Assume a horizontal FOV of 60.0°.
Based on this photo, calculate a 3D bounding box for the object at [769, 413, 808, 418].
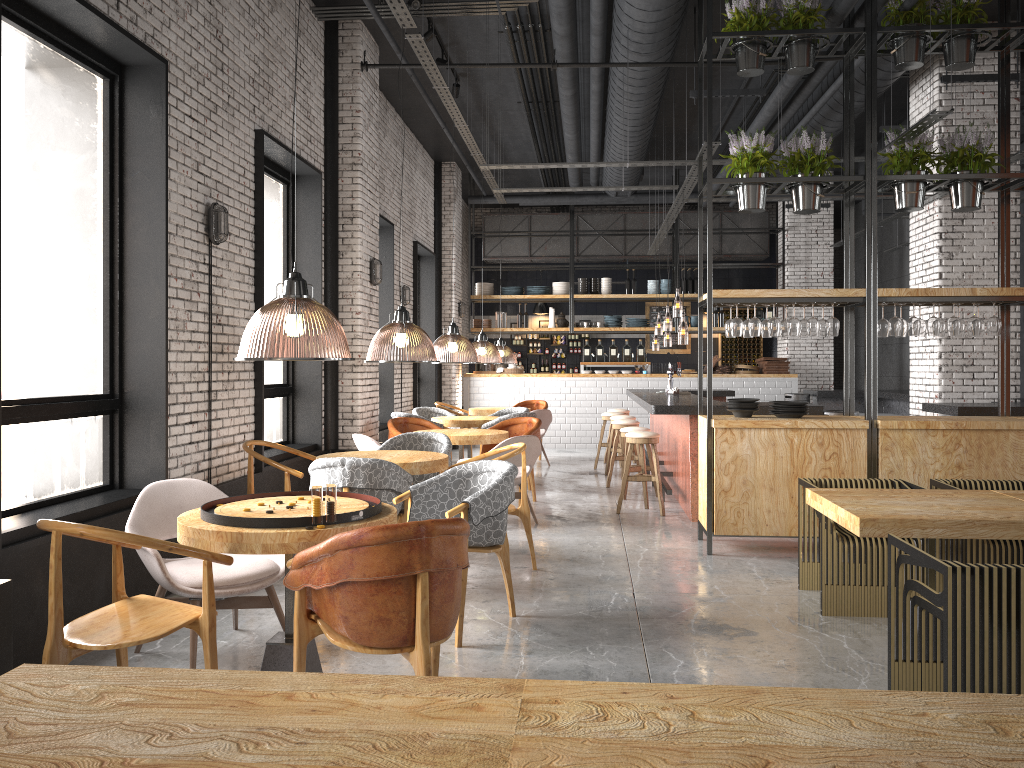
[{"bbox_3d":[2.185,0.249,6.994,0.306,0.035,0.306,1,2,43],"label":"object"}]

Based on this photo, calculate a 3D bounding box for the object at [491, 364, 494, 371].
[{"bbox_3d":[-0.350,-0.309,16.066,0.056,0.249,0.056,0,0,-33],"label":"object"}]

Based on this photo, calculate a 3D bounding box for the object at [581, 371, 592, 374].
[{"bbox_3d":[1.327,-0.208,15.760,0.216,0.056,0.324,0,1,5],"label":"object"}]

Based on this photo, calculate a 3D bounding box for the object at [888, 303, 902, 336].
[{"bbox_3d":[2.941,-0.502,6.806,0.101,0.267,0.101,0,0,19],"label":"object"}]

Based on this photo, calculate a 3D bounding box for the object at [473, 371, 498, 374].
[{"bbox_3d":[-0.477,-0.209,16.190,0.411,0.050,0.411,0,1,4],"label":"object"}]

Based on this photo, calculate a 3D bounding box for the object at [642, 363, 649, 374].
[{"bbox_3d":[2.347,-0.271,15.623,0.128,0.189,0.123,0,0,14],"label":"object"}]

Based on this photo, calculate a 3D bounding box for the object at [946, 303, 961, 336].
[{"bbox_3d":[3.372,-0.501,6.768,0.101,0.267,0.101,0,0,19],"label":"object"}]

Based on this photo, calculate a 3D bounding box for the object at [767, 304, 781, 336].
[{"bbox_3d":[2.036,-0.504,6.885,0.101,0.267,0.101,0,0,-32],"label":"object"}]

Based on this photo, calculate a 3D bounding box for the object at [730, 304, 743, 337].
[{"bbox_3d":[1.751,-0.504,6.910,0.101,0.267,0.101,0,0,-32],"label":"object"}]

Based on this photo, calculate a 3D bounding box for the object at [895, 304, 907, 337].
[{"bbox_3d":[3.104,-0.508,7.079,0.101,0.267,0.101,0,0,19],"label":"object"}]

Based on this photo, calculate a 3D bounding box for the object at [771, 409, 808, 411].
[{"bbox_3d":[2.183,0.215,6.994,0.306,0.046,0.305,-1,1,-37],"label":"object"}]

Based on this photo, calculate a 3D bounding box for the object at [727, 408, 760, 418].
[{"bbox_3d":[1.835,0.232,7.043,0.257,0.067,0.257,0,1,-3],"label":"object"}]

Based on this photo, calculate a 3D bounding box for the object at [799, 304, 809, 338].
[{"bbox_3d":[2.355,-0.509,7.145,0.101,0.267,0.101,0,0,-32],"label":"object"}]

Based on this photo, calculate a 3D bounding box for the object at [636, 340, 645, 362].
[{"bbox_3d":[2.323,-0.598,16.000,0.154,0.404,0.154,0,0,5],"label":"object"}]

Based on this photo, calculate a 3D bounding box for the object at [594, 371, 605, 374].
[{"bbox_3d":[1.559,-0.209,15.728,0.216,0.059,0.324,0,1,5],"label":"object"}]

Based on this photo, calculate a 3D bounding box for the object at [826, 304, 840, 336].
[{"bbox_3d":[2.476,-0.503,6.847,0.101,0.267,0.101,0,0,36],"label":"object"}]

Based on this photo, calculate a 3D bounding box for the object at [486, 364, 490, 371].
[{"bbox_3d":[-0.431,-0.383,16.083,0.070,0.368,0.107,0,0,4],"label":"object"}]

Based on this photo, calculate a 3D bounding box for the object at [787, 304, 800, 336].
[{"bbox_3d":[2.183,-0.504,6.872,0.101,0.267,0.101,0,0,-32],"label":"object"}]

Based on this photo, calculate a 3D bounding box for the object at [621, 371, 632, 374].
[{"bbox_3d":[2.029,-0.209,15.692,0.216,0.060,0.324,0,1,5],"label":"object"}]

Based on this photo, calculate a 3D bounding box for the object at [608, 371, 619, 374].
[{"bbox_3d":[1.799,-0.207,15.728,0.216,0.056,0.324,0,1,5],"label":"object"}]

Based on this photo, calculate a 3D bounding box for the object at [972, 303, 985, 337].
[{"bbox_3d":[3.691,-0.507,7.027,0.101,0.267,0.101,0,0,19],"label":"object"}]

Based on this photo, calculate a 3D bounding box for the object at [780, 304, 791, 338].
[{"bbox_3d":[2.208,-0.509,7.158,0.101,0.267,0.101,0,0,-32],"label":"object"}]

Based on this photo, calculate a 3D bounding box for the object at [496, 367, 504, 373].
[{"bbox_3d":[-0.139,-0.247,15.964,0.187,0.111,0.283,1,1,42],"label":"object"}]

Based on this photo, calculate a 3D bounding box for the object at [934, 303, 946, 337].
[{"bbox_3d":[3.397,-0.507,7.053,0.101,0.267,0.101,0,0,19],"label":"object"}]

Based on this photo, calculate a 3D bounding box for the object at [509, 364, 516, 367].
[{"bbox_3d":[0.006,-0.298,16.124,0.129,0.204,0.129,0,0,41],"label":"object"}]

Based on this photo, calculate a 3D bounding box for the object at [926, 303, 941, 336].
[{"bbox_3d":[3.225,-0.502,6.781,0.101,0.267,0.101,0,0,19],"label":"object"}]

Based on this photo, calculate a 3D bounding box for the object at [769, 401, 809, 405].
[{"bbox_3d":[2.185,0.159,6.995,0.306,0.039,0.306,0,1,-12],"label":"object"}]

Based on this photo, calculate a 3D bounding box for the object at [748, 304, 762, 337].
[{"bbox_3d":[1.889,-0.504,6.898,0.101,0.267,0.101,0,0,-32],"label":"object"}]

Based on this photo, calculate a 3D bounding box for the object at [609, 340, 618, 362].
[{"bbox_3d":[1.833,-0.599,16.043,0.154,0.404,0.154,0,0,5],"label":"object"}]

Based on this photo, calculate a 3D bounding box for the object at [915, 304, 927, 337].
[{"bbox_3d":[3.251,-0.507,7.066,0.101,0.267,0.101,0,0,19],"label":"object"}]

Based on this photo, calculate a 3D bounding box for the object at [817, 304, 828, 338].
[{"bbox_3d":[2.501,-0.509,7.132,0.101,0.267,0.101,0,0,36],"label":"object"}]

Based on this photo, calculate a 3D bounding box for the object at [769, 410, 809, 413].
[{"bbox_3d":[2.184,0.223,6.993,0.306,0.044,0.306,0,1,6],"label":"object"}]

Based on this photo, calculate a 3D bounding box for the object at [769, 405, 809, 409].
[{"bbox_3d":[2.185,0.185,6.994,0.306,0.037,0.306,0,1,6],"label":"object"}]

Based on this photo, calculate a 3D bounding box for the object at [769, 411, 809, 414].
[{"bbox_3d":[2.184,0.238,6.993,0.306,0.041,0.306,0,1,22],"label":"object"}]

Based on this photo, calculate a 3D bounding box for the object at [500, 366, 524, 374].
[{"bbox_3d":[-0.007,-0.246,16.002,0.436,0.157,0.420,0,1,-22],"label":"object"}]

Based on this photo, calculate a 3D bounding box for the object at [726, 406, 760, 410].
[{"bbox_3d":[1.835,0.209,7.044,0.257,0.075,0.257,0,1,5],"label":"object"}]

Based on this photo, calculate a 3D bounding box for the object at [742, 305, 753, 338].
[{"bbox_3d":[1.914,-0.510,7.183,0.101,0.267,0.101,0,0,-32],"label":"object"}]

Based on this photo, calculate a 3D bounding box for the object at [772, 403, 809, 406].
[{"bbox_3d":[2.184,0.174,6.995,0.305,0.048,0.306,1,1,30],"label":"object"}]

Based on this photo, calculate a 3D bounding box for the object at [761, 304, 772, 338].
[{"bbox_3d":[2.061,-0.510,7.170,0.101,0.267,0.101,0,0,-32],"label":"object"}]

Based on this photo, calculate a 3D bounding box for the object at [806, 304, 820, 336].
[{"bbox_3d":[2.330,-0.503,6.860,0.101,0.267,0.101,0,0,-32],"label":"object"}]

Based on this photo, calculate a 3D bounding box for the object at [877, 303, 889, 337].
[{"bbox_3d":[2.966,-0.508,7.091,0.101,0.267,0.101,0,0,19],"label":"object"}]

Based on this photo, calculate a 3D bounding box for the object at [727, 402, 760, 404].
[{"bbox_3d":[1.836,0.179,7.043,0.257,0.072,0.257,0,1,5],"label":"object"}]

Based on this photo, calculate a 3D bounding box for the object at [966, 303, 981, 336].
[{"bbox_3d":[3.519,-0.501,6.755,0.101,0.267,0.101,0,0,19],"label":"object"}]

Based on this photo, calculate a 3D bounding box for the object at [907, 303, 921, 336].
[{"bbox_3d":[3.079,-0.502,6.794,0.101,0.267,0.101,0,0,19],"label":"object"}]

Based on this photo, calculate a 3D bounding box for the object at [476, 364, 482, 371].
[{"bbox_3d":[-0.600,-0.477,16.084,0.106,0.554,0.157,0,0,4],"label":"object"}]

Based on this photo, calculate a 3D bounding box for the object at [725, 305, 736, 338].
[{"bbox_3d":[1.776,-0.510,7.195,0.101,0.267,0.101,0,0,-32],"label":"object"}]

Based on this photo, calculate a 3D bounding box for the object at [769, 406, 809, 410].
[{"bbox_3d":[2.185,0.200,6.993,0.306,0.042,0.306,-1,1,-38],"label":"object"}]

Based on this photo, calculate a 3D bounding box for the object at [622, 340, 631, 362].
[{"bbox_3d":[2.075,-0.598,16.018,0.154,0.404,0.154,0,0,5],"label":"object"}]

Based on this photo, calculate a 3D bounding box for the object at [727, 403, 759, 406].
[{"bbox_3d":[1.836,0.184,7.043,0.257,0.072,0.257,0,1,-23],"label":"object"}]

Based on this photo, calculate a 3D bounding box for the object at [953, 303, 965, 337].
[{"bbox_3d":[3.544,-0.507,7.040,0.101,0.267,0.101,0,0,19],"label":"object"}]

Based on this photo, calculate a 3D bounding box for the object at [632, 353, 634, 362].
[{"bbox_3d":[2.167,-0.476,15.933,0.024,0.164,0.062,0,0,-5],"label":"object"}]

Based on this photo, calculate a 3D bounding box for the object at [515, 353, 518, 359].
[{"bbox_3d":[0.039,-0.387,16.120,0.123,0.358,0.076,0,0,21],"label":"object"}]

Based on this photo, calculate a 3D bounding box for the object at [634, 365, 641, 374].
[{"bbox_3d":[2.222,-0.261,15.705,0.122,0.165,0.112,0,0,39],"label":"object"}]

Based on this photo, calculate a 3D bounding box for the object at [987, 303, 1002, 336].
[{"bbox_3d":[3.666,-0.501,6.742,0.101,0.267,0.101,0,0,19],"label":"object"}]

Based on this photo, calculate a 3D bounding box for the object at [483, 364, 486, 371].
[{"bbox_3d":[-0.496,-0.383,16.088,0.070,0.368,0.107,0,0,4],"label":"object"}]

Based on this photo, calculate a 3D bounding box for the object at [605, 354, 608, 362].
[{"bbox_3d":[1.692,-0.477,15.991,0.077,0.164,0.039,0,0,-40],"label":"object"}]

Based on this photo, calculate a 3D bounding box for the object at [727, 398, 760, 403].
[{"bbox_3d":[1.837,0.154,7.043,0.257,0.076,0.257,1,1,42],"label":"object"}]
